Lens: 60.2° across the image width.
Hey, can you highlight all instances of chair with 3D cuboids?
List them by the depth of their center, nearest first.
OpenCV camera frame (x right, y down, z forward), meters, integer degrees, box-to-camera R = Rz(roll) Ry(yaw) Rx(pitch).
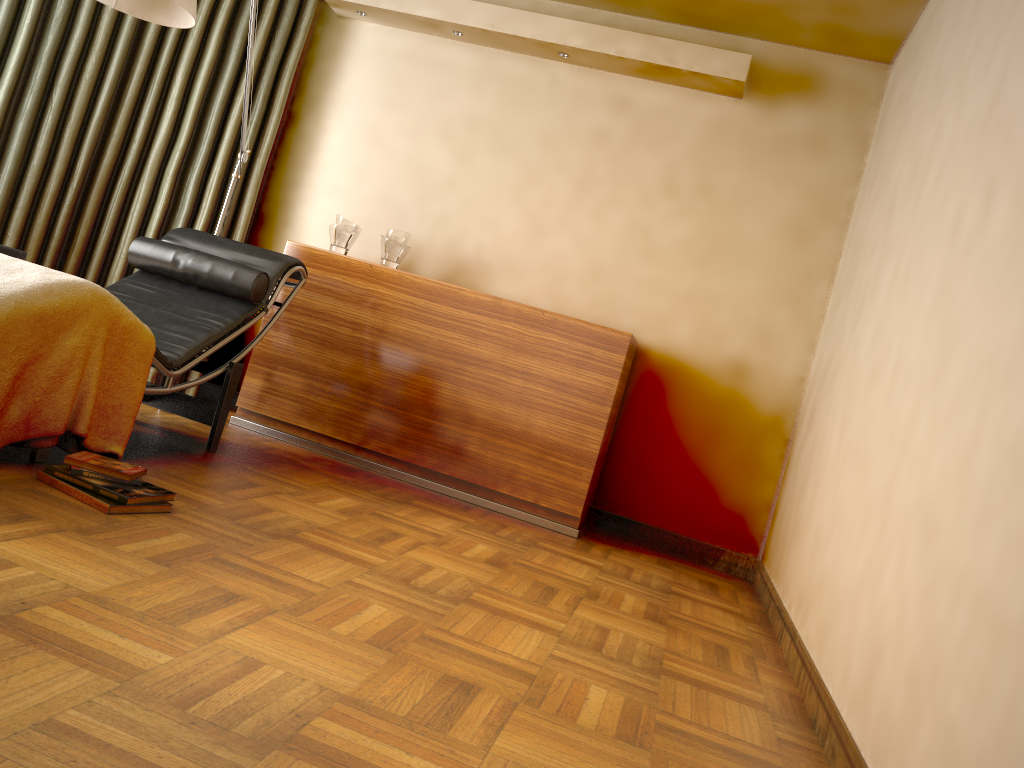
[{"bbox_3d":[-1.389,-0.240,2.947,0.639,0.801,1.774,16,0,12],"label":"chair"}]

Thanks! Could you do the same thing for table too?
[{"bbox_3d":[-2.054,-0.537,3.033,0.518,0.045,0.497,16,1,4],"label":"table"}]

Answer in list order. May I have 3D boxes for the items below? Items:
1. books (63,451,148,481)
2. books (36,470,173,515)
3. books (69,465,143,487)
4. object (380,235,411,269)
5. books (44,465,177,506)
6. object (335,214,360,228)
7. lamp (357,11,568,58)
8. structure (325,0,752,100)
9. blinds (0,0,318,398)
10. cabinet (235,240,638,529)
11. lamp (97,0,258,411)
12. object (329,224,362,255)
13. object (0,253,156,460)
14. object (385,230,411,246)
[{"bbox_3d":[-1.057,0.213,2.303,0.172,0.018,0.123,16,1,-3],"label":"books"},{"bbox_3d":[-1.045,0.278,2.271,0.283,0.022,0.198,17,1,27],"label":"books"},{"bbox_3d":[-1.063,0.230,2.309,0.171,0.018,0.124,16,1,-28],"label":"books"},{"bbox_3d":[-0.572,-0.622,4.221,0.156,0.155,0.155,16,-2,3],"label":"object"},{"bbox_3d":[-1.038,0.258,2.290,0.266,0.020,0.187,17,1,17],"label":"books"},{"bbox_3d":[-0.813,-0.734,4.284,0.122,0.151,0.122,16,-2,-6],"label":"object"},{"bbox_3d":[-0.262,-1.790,4.486,1.163,0.028,0.050,17,0,13],"label":"lamp"},{"bbox_3d":[0.088,-1.743,4.420,2.190,0.131,0.271,17,0,13],"label":"structure"},{"bbox_3d":[-1.879,-1.284,4.128,1.513,2.466,0.226,18,-4,-32],"label":"blinds"},{"bbox_3d":[-0.351,-0.024,4.143,1.682,0.867,0.411,16,-3,13],"label":"cabinet"},{"bbox_3d":[-1.256,-0.772,3.276,0.454,1.977,1.400,15,-3,15],"label":"lamp"},{"bbox_3d":[-0.824,-0.697,4.282,0.154,0.155,0.157,17,-2,-31],"label":"object"},{"bbox_3d":[-1.549,-0.124,2.426,0.922,0.523,0.901,16,0,13],"label":"object"},{"bbox_3d":[-0.561,-0.659,4.224,0.122,0.151,0.122,17,-2,-8],"label":"object"}]
